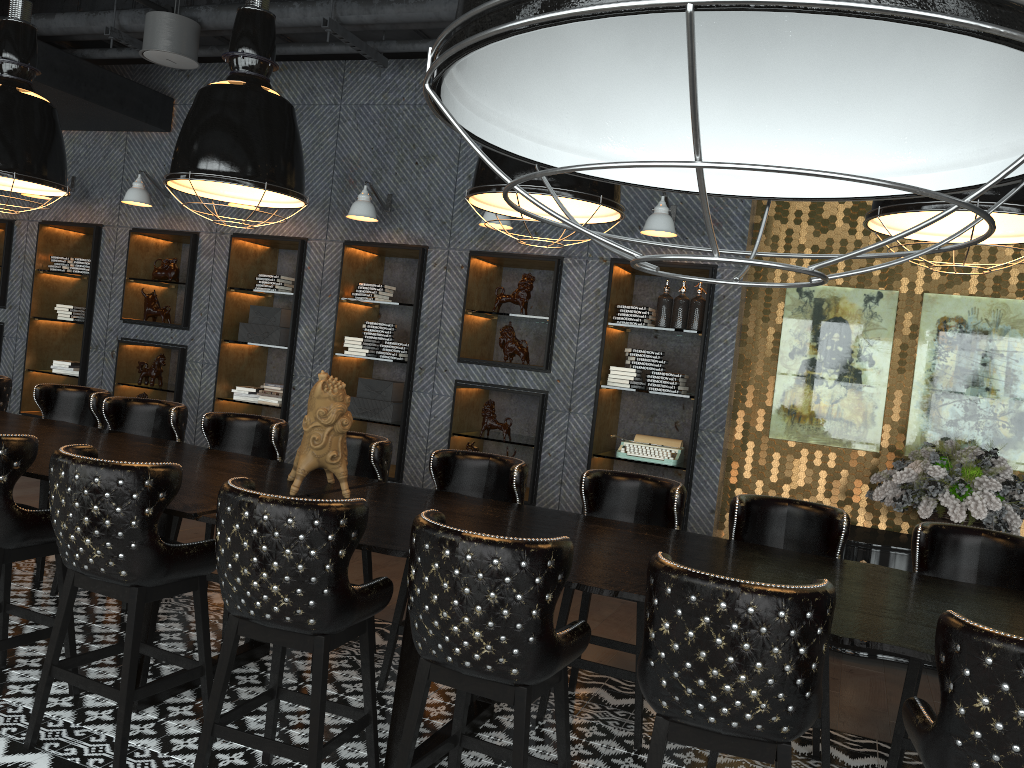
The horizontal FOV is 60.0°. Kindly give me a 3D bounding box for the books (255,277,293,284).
[{"bbox_3d":[-2.030,-0.879,7.552,0.245,0.028,0.193,7,2,27],"label":"books"}]

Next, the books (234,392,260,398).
[{"bbox_3d":[-2.251,0.092,7.583,0.227,0.024,0.166,6,2,-11],"label":"books"}]

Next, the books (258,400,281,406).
[{"bbox_3d":[-1.987,0.161,7.435,0.228,0.023,0.167,7,2,21],"label":"books"}]

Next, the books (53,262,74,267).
[{"bbox_3d":[-4.180,-1.120,8.406,0.245,0.028,0.193,7,2,28],"label":"books"}]

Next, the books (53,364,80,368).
[{"bbox_3d":[-4.164,-0.171,8.348,0.175,0.024,0.243,7,2,12],"label":"books"}]

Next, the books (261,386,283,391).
[{"bbox_3d":[-1.969,0.035,7.443,0.206,0.020,0.197,7,2,23],"label":"books"}]

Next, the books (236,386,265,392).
[{"bbox_3d":[-2.230,0.044,7.580,0.179,0.029,0.225,7,2,6],"label":"books"}]

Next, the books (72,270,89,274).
[{"bbox_3d":[-3.934,-1.031,8.268,0.245,0.028,0.193,6,2,0],"label":"books"}]

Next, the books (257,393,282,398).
[{"bbox_3d":[-1.986,0.098,7.437,0.264,0.019,0.205,7,2,20],"label":"books"}]

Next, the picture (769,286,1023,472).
[{"bbox_3d":[2.564,-0.071,5.836,1.574,1.073,0.022,7,1,21],"label":"picture"}]

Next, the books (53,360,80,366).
[{"bbox_3d":[-4.162,-0.197,8.328,0.179,0.029,0.225,7,2,4],"label":"books"}]

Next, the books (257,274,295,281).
[{"bbox_3d":[-1.997,-0.903,7.519,0.245,0.028,0.193,7,2,24],"label":"books"}]

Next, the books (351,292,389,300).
[{"bbox_3d":[-1.146,-0.711,7.172,0.245,0.028,0.193,8,2,32],"label":"books"}]

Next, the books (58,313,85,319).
[{"bbox_3d":[-4.063,-0.627,8.264,0.194,0.028,0.245,7,2,30],"label":"books"}]

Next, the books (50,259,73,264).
[{"bbox_3d":[-4.191,-1.148,8.369,0.245,0.028,0.193,7,2,26],"label":"books"}]

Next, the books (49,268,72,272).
[{"bbox_3d":[-4.201,-1.064,8.370,0.245,0.028,0.193,7,2,25],"label":"books"}]

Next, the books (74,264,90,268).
[{"bbox_3d":[-3.930,-1.089,8.307,0.245,0.028,0.193,7,2,3],"label":"books"}]

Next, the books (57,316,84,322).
[{"bbox_3d":[-4.091,-0.603,8.308,0.193,0.028,0.245,7,2,17],"label":"books"}]

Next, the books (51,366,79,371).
[{"bbox_3d":[-4.173,-0.148,8.327,0.227,0.024,0.166,7,2,7],"label":"books"}]

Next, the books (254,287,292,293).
[{"bbox_3d":[-2.027,-0.793,7.528,0.245,0.028,0.193,7,2,21],"label":"books"}]

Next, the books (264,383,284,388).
[{"bbox_3d":[-1.963,0.013,7.466,0.212,0.024,0.185,7,2,16],"label":"books"}]

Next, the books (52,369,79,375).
[{"bbox_3d":[-4.159,-0.118,8.330,0.243,0.034,0.179,6,2,-10],"label":"books"}]

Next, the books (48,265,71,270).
[{"bbox_3d":[-4.220,-1.095,8.368,0.245,0.028,0.193,8,2,33],"label":"books"}]

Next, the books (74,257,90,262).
[{"bbox_3d":[-3.920,-1.143,8.266,0.245,0.028,0.193,6,2,-7],"label":"books"}]

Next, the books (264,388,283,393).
[{"bbox_3d":[-1.958,0.057,7.465,0.247,0.023,0.244,7,2,6],"label":"books"}]

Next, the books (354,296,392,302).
[{"bbox_3d":[-1.123,-0.680,7.163,0.246,0.028,0.193,8,2,37],"label":"books"}]

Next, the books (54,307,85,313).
[{"bbox_3d":[-4.108,-0.689,8.294,0.193,0.028,0.245,7,2,24],"label":"books"}]

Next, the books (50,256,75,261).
[{"bbox_3d":[-4.187,-1.176,8.368,0.245,0.028,0.193,7,2,18],"label":"books"}]

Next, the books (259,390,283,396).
[{"bbox_3d":[-1.985,0.076,7.449,0.248,0.023,0.197,8,2,38],"label":"books"}]

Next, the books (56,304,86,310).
[{"bbox_3d":[-4.101,-0.717,8.304,0.193,0.028,0.245,7,2,14],"label":"books"}]

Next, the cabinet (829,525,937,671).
[{"bbox_3d":[2.537,1.354,5.433,1.386,0.738,0.710,7,2,21],"label":"cabinet"}]

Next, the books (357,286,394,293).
[{"bbox_3d":[-1.107,-0.764,7.190,0.245,0.028,0.193,7,2,13],"label":"books"}]

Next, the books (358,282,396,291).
[{"bbox_3d":[-1.093,-0.791,7.196,0.245,0.028,0.193,7,2,21],"label":"books"}]

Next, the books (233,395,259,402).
[{"bbox_3d":[-2.236,0.122,7.586,0.243,0.034,0.179,6,2,0],"label":"books"}]

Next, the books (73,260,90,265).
[{"bbox_3d":[-3.925,-1.115,8.266,0.245,0.028,0.193,6,2,1],"label":"books"}]

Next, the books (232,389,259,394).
[{"bbox_3d":[-2.259,0.066,7.612,0.175,0.024,0.243,7,2,20],"label":"books"}]

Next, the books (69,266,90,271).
[{"bbox_3d":[-3.951,-1.061,8.256,0.245,0.028,0.193,7,2,8],"label":"books"}]

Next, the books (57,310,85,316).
[{"bbox_3d":[-4.089,-0.659,8.298,0.193,0.028,0.245,7,2,21],"label":"books"}]

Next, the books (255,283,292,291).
[{"bbox_3d":[-2.019,-0.820,7.515,0.245,0.028,0.193,8,2,32],"label":"books"}]

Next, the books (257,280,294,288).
[{"bbox_3d":[-2.000,-0.847,7.519,0.245,0.028,0.193,7,2,12],"label":"books"}]

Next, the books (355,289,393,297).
[{"bbox_3d":[-1.117,-0.737,7.182,0.245,0.028,0.193,7,2,29],"label":"books"}]
